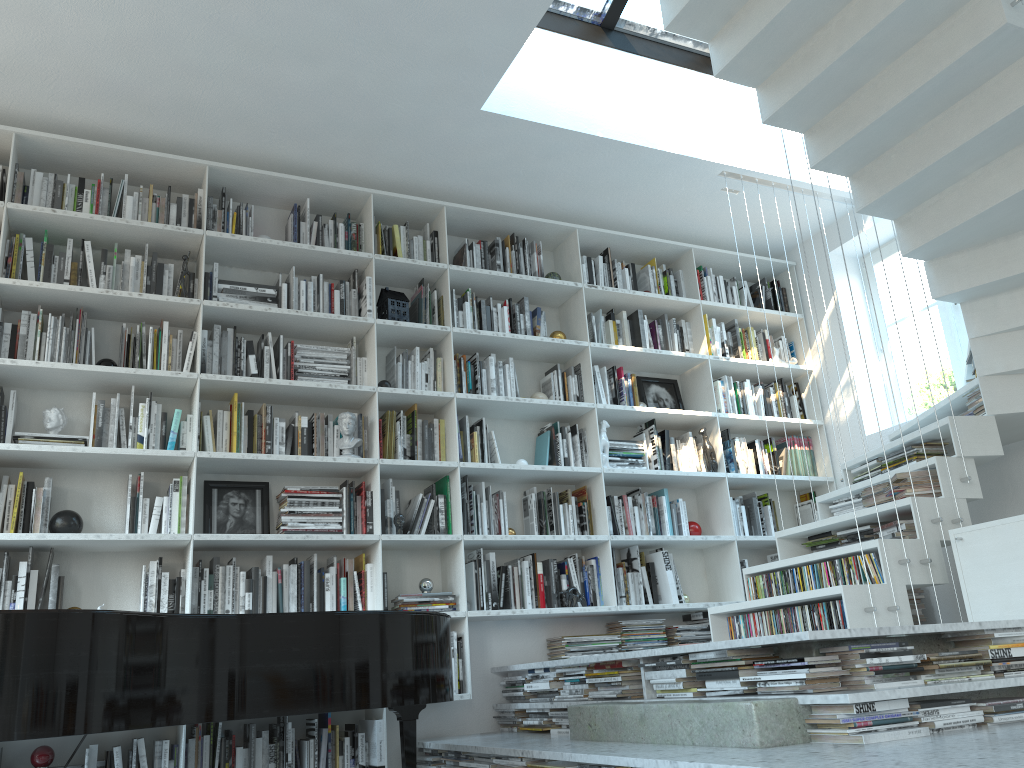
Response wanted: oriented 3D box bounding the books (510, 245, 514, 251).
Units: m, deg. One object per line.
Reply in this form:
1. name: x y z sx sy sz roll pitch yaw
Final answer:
1. books: -0.020 -0.667 5.215 0.008 0.250 0.170 4 -20 -25

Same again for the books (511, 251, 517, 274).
1. books: -0.023 -0.649 5.189 0.018 0.200 0.189 4 -20 -25

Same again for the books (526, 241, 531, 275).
1. books: 0.075 -0.683 5.298 0.008 0.320 0.134 4 -20 -25

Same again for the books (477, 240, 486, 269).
1. books: -0.199 -0.681 5.138 0.030 0.254 0.161 4 -20 -25

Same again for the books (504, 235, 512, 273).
1. books: -0.045 -0.697 5.215 0.006 0.311 0.179 4 -20 -25

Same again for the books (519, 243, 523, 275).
1. books: 0.020 -0.672 5.244 0.008 0.274 0.163 4 -20 -25

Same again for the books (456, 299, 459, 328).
1. books: -0.329 -0.338 4.955 0.012 0.239 0.139 4 -20 -25

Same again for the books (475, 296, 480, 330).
1. books: -0.216 -0.343 5.023 0.012 0.275 0.133 4 -20 -25

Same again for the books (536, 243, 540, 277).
1. books: 0.116 -0.672 5.273 0.008 0.277 0.181 4 -20 -25

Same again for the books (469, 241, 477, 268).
1. books: -0.246 -0.678 5.098 0.013 0.228 0.174 4 -20 -25

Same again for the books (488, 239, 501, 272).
1. books: -0.116 -0.683 5.155 0.028 0.257 0.185 4 -20 -25

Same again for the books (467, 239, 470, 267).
1. books: -0.282 -0.683 5.098 0.011 0.243 0.173 4 -20 -25

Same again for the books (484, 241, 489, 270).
1. books: -0.176 -0.679 5.151 0.021 0.255 0.169 4 -20 -25

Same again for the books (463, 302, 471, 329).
1. books: -0.277 -0.327 4.949 0.026 0.207 0.181 4 -20 -25

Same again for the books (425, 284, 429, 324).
1. books: -0.489 -0.384 4.864 0.021 0.287 0.179 4 -20 -25

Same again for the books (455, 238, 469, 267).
1. books: -0.287 -0.687 5.086 0.009 0.243 0.173 4 -20 -25

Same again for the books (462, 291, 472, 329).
1. books: -0.270 -0.356 4.983 0.011 0.282 0.173 4 -20 -25

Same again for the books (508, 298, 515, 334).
1. books: -0.030 -0.334 5.106 0.012 0.284 0.160 4 -20 -25

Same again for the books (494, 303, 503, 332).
1. books: -0.095 -0.321 5.053 0.023 0.236 0.149 4 -20 -25

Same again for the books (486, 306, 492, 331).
1. books: -0.158 -0.314 5.039 0.028 0.222 0.142 4 -20 -25

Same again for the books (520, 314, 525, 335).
1. books: 0.025 -0.285 5.099 0.027 0.181 0.176 4 -20 -25

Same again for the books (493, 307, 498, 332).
1. books: -0.121 -0.309 5.050 0.025 0.215 0.144 4 -20 -25

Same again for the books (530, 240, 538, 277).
1. books: 0.103 -0.679 5.277 0.013 0.296 0.189 4 -20 -25

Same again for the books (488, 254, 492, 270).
1. books: -0.158 -0.641 5.167 0.031 0.190 0.133 4 -20 -25

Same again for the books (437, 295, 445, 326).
1. books: -0.416 -0.345 4.880 0.008 0.213 0.224 4 -20 -25

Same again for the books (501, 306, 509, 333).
1. books: -0.068 -0.311 5.045 0.021 0.208 0.181 4 -20 -25

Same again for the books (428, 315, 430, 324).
1. books: -0.483 -0.340 4.874 0.013 0.210 0.140 4 -20 -25

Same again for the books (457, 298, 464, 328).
1. books: -0.310 -0.340 4.959 0.026 0.242 0.148 4 -20 -25

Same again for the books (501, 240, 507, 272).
1. books: -0.072 -0.682 5.211 0.007 0.284 0.160 4 -20 -25

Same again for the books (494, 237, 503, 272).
1. books: -0.104 -0.690 5.191 0.024 0.291 0.168 4 -20 -25

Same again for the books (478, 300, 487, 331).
1. books: -0.187 -0.333 5.005 0.027 0.240 0.160 4 -20 -25

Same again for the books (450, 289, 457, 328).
1. books: -0.345 -0.366 4.941 0.012 0.284 0.160 4 -20 -25

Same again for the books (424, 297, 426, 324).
1. books: -0.505 -0.344 4.867 0.024 0.216 0.169 4 -20 -25

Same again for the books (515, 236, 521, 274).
1. books: 0.003 -0.694 5.215 0.015 0.298 0.184 4 -20 -25

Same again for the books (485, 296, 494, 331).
1. books: -0.141 -0.342 5.054 0.013 0.283 0.155 4 -20 -25

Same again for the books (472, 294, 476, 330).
1. books: -0.245 -0.350 4.985 0.010 0.267 0.166 4 -20 -25

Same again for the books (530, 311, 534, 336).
1. books: 0.075 -0.295 5.129 0.030 0.212 0.157 4 -20 -25

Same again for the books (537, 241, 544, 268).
1. books: 0.148 -0.680 5.299 0.006 0.305 0.164 4 -20 -25

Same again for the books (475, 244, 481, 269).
1. books: -0.224 -0.670 5.122 0.028 0.225 0.164 4 -20 -25

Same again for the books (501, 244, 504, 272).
1. books: -0.090 -0.686 5.210 0.017 0.294 0.139 4 -20 -25

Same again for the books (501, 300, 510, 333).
1. books: -0.052 -0.330 5.079 0.012 0.263 0.157 4 -20 -25

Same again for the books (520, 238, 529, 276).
1. books: 0.052 -0.688 5.255 0.008 0.306 0.183 4 -20 -25

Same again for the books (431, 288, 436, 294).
1. books: -0.440 -0.371 4.918 0.005 0.291 0.131 4 -20 -25

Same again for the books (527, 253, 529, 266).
1. books: 0.061 -0.662 5.257 0.014 0.257 0.150 4 -20 -25

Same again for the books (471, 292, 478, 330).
1. books: -0.229 -0.356 5.013 0.021 0.295 0.139 4 -20 -25

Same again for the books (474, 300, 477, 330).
1. books: -0.237 -0.330 4.992 0.012 0.235 0.166 4 -20 -25

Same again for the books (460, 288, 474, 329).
1. books: -0.257 -0.368 4.987 0.014 0.305 0.153 4 -20 -25

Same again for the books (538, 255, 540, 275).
1. books: 0.124 -0.636 5.280 0.018 0.213 0.158 4 -20 -25

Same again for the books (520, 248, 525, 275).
1. books: 0.036 -0.661 5.247 0.024 0.251 0.150 4 -20 -25

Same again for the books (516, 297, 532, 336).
1. books: 0.052 -0.336 5.116 0.029 0.284 0.184 4 -20 -25

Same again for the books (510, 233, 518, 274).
1. books: -0.015 -0.703 5.229 0.007 0.328 0.184 4 -20 -25

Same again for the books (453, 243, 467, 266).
1. books: -0.308 -0.672 5.063 0.046 0.205 0.184 4 -20 -25

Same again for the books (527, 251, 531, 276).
1. books: 0.071 -0.679 5.274 0.019 0.298 0.137 4 -20 -25

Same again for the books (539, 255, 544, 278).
1. books: 0.142 -0.635 5.279 0.014 0.208 0.188 4 -20 -25

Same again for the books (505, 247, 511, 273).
1. books: -0.051 -0.661 5.192 0.018 0.230 0.160 4 -20 -25

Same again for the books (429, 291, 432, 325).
1. books: -0.472 -0.364 4.876 0.005 0.254 0.159 4 -20 -25

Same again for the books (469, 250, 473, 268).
1. books: -0.260 -0.653 5.097 0.009 0.182 0.160 4 -20 -25

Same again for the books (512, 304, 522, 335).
1. books: -0.001 -0.316 5.092 0.030 0.237 0.186 4 -20 -25

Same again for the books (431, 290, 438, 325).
1. books: -0.446 -0.364 4.872 0.013 0.247 0.187 4 -20 -25
